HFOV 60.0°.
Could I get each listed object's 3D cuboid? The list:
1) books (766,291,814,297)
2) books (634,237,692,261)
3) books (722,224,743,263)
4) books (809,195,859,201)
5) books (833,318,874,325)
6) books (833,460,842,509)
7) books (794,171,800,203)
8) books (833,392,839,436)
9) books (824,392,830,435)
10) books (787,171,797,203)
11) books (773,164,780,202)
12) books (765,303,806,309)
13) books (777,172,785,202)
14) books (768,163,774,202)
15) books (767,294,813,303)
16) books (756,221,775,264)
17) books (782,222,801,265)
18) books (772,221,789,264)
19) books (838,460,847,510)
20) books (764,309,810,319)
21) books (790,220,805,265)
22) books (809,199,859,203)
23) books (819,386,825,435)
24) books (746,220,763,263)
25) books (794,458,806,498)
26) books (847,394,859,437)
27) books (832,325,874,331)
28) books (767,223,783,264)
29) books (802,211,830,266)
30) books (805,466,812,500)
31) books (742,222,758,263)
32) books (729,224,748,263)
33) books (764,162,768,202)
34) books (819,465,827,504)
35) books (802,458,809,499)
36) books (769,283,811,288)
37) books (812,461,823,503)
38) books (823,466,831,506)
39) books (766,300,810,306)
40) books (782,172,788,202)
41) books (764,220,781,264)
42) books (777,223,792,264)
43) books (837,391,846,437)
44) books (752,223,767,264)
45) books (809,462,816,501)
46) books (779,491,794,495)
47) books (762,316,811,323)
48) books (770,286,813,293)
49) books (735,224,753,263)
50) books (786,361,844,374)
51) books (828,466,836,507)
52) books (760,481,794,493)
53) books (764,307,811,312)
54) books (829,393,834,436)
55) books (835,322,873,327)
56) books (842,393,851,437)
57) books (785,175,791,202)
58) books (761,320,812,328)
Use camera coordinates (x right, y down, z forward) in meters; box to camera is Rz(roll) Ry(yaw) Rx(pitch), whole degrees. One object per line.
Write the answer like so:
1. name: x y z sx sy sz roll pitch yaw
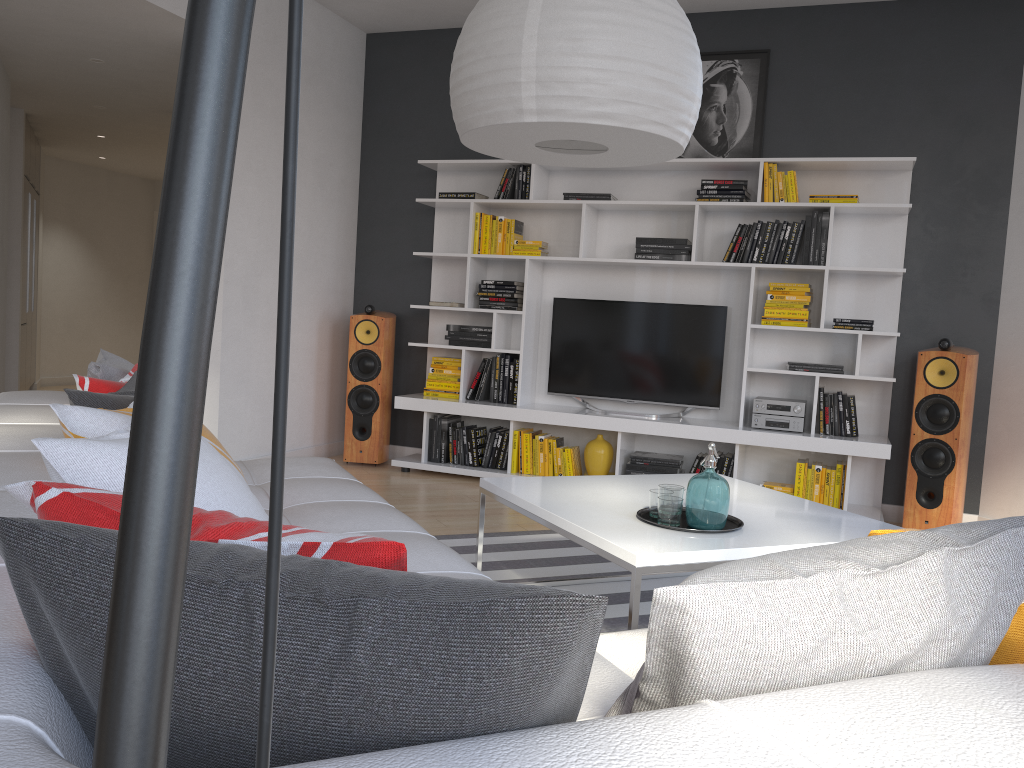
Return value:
1. books: 1.634 -0.530 5.215 0.227 0.022 0.160 6 5 36
2. books: 0.944 -0.815 5.453 0.343 0.137 0.277 5 4 15
3. books: 1.322 -0.827 5.275 0.104 0.234 0.182 5 4 20
4. books: 1.846 -1.055 5.075 0.257 0.024 0.203 5 4 23
5. books: 1.949 -0.355 5.052 0.213 0.023 0.161 5 4 24
6. books: 1.858 0.580 5.061 0.029 0.270 0.204 5 4 20
7. books: 1.641 -1.123 5.105 0.044 0.184 0.142 5 4 21
8. books: 1.863 0.171 5.099 0.050 0.242 0.169 5 4 20
9. books: 1.824 0.169 5.129 0.053 0.240 0.189 5 4 21
10. books: 1.617 -1.124 5.105 0.064 0.184 0.141 5 4 21
11. books: 1.540 -1.153 5.160 0.054 0.224 0.164 5 4 19
12. books: 1.608 -0.457 5.209 0.217 0.023 0.145 5 5 24
13. books: 1.560 -1.127 5.131 0.054 0.180 0.132 5 4 20
14. books: 1.509 -1.155 5.163 0.041 0.224 0.163 5 4 19
15. books: 1.637 -0.501 5.212 0.239 0.033 0.176 5 4 23
16. books: 1.498 -0.820 5.212 0.084 0.249 0.191 5 4 20
17. books: 1.630 -0.808 5.160 0.084 0.249 0.191 5 4 20
18. books: 1.571 -0.815 5.183 0.075 0.254 0.192 5 4 19
19. books: 1.886 0.582 5.060 0.025 0.270 0.213 5 4 20
20. books: 1.619 -0.411 5.214 0.243 0.042 0.189 5 4 20
21. books: 1.662 -0.810 5.149 0.066 0.260 0.197 5 4 20
22. books: 1.844 -1.029 5.068 0.257 0.028 0.194 5 5 25
23. books: 1.797 0.151 5.143 0.053 0.268 0.202 5 4 20
24. books: 1.438 -0.827 5.236 0.075 0.254 0.192 5 4 19
25. books: 1.664 0.570 5.128 0.044 0.255 0.198 5 4 20
26. books: 1.961 0.181 5.101 0.077 0.233 0.179 5 4 20
27. books: 1.939 -0.317 5.039 0.213 0.023 0.161 5 4 24
28. books: 1.540 -0.809 5.167 0.069 0.242 0.172 5 4 21
29. books: 1.765 -0.828 5.139 0.128 0.321 0.259 5 4 20
30. books: 1.702 0.590 5.095 0.024 0.229 0.156 5 4 20
31. books: 1.407 -0.821 5.219 0.069 0.242 0.172 5 4 21
32. books: 1.355 -0.824 5.267 0.096 0.234 0.187 5 4 21
33. books: 1.481 -1.158 5.153 0.041 0.229 0.161 5 4 19
34. books: 1.781 0.589 5.084 0.023 0.239 0.169 5 4 20
35. books: 1.693 0.571 5.119 0.015 0.263 0.199 5 4 20
36. books: 1.642 -0.577 5.230 0.223 0.023 0.163 5 5 24
37. books: 1.753 0.581 5.092 0.035 0.250 0.185 5 4 20
38. books: 1.802 0.593 5.073 0.024 0.234 0.172 5 4 20
39. books: 1.627 -0.477 5.220 0.239 0.019 0.171 5 4 20
40. books: 1.576 -1.125 5.117 0.044 0.178 0.128 5 4 20
41. books: 1.530 -0.822 5.201 0.066 0.260 0.197 5 4 20
42. books: 1.590 -0.808 5.163 0.071 0.243 0.179 5 4 19
43. books: 1.894 0.167 5.099 0.066 0.255 0.193 5 4 20
44. books: 1.461 -0.818 5.221 0.068 0.243 0.179 5 4 19
45. books: 1.729 0.578 5.104 0.019 0.251 0.180 5 4 20
46. books: 1.546 0.620 5.165 0.187 0.014 0.134 5 4 20
47. books: 1.614 -0.377 5.212 0.257 0.024 0.203 5 4 23
48. books: 1.641 -0.552 5.207 0.223 0.023 0.163 5 5 24
49. books: 1.379 -0.821 5.244 0.081 0.233 0.169 5 4 19
50. books: 1.761 -0.097 5.165 0.310 0.047 0.250 5 4 16
51. books: 1.828 0.595 5.067 0.024 0.234 0.172 5 4 20
52. books: 1.549 0.600 5.177 0.186 0.026 0.138 5 4 20
53. books: 1.623 -0.440 5.226 0.251 0.014 0.189 5 4 23
54. books: 1.844 0.172 5.114 0.049 0.236 0.170 5 4 21
55. books: 1.940 -0.336 5.040 0.198 0.015 0.142 5 4 19
56. books: 1.919 0.176 5.082 0.066 0.242 0.177 5 4 20
57. books: 1.589 -1.113 5.101 0.046 0.161 0.108 5 4 19
58. books: 1.612 -0.351 5.205 0.257 0.028 0.194 5 5 25
